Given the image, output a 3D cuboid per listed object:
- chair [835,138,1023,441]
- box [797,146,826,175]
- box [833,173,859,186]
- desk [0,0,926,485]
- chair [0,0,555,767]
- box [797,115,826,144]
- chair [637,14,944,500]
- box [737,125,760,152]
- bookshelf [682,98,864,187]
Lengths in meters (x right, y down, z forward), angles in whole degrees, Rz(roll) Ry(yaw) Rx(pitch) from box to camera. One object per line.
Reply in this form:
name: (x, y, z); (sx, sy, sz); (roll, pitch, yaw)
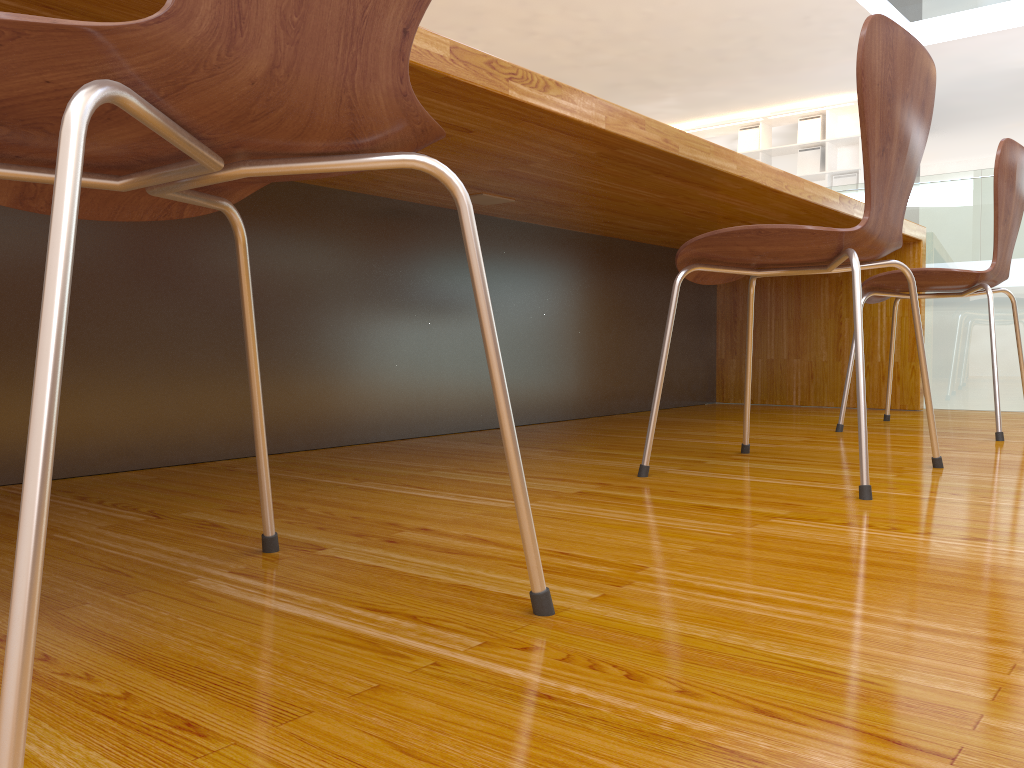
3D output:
chair: (1.091, -0.225, 2.265); (0.381, 0.693, 0.428); (2, 3, 39)
box: (3.210, -2.365, 9.495); (0.245, 0.296, 0.274); (2, 3, 39)
box: (3.505, -2.028, 9.274); (0.245, 0.296, 0.274); (2, 3, 39)
desk: (-0.234, -0.088, 2.163); (1.527, 0.785, 3.243); (2, 3, 39)
chair: (-0.244, -0.154, 0.658); (0.381, 0.693, 0.428); (2, 3, 39)
box: (3.210, -2.693, 9.481); (0.245, 0.296, 0.274); (2, 3, 39)
chair: (0.485, -0.192, 1.507); (0.381, 0.693, 0.428); (2, 3, 39)
box: (2.678, -2.709, 9.902); (0.245, 0.296, 0.274); (2, 3, 39)
bookshelf: (2.446, -2.040, 10.032); (2.984, 1.836, 0.498); (2, 3, 39)
